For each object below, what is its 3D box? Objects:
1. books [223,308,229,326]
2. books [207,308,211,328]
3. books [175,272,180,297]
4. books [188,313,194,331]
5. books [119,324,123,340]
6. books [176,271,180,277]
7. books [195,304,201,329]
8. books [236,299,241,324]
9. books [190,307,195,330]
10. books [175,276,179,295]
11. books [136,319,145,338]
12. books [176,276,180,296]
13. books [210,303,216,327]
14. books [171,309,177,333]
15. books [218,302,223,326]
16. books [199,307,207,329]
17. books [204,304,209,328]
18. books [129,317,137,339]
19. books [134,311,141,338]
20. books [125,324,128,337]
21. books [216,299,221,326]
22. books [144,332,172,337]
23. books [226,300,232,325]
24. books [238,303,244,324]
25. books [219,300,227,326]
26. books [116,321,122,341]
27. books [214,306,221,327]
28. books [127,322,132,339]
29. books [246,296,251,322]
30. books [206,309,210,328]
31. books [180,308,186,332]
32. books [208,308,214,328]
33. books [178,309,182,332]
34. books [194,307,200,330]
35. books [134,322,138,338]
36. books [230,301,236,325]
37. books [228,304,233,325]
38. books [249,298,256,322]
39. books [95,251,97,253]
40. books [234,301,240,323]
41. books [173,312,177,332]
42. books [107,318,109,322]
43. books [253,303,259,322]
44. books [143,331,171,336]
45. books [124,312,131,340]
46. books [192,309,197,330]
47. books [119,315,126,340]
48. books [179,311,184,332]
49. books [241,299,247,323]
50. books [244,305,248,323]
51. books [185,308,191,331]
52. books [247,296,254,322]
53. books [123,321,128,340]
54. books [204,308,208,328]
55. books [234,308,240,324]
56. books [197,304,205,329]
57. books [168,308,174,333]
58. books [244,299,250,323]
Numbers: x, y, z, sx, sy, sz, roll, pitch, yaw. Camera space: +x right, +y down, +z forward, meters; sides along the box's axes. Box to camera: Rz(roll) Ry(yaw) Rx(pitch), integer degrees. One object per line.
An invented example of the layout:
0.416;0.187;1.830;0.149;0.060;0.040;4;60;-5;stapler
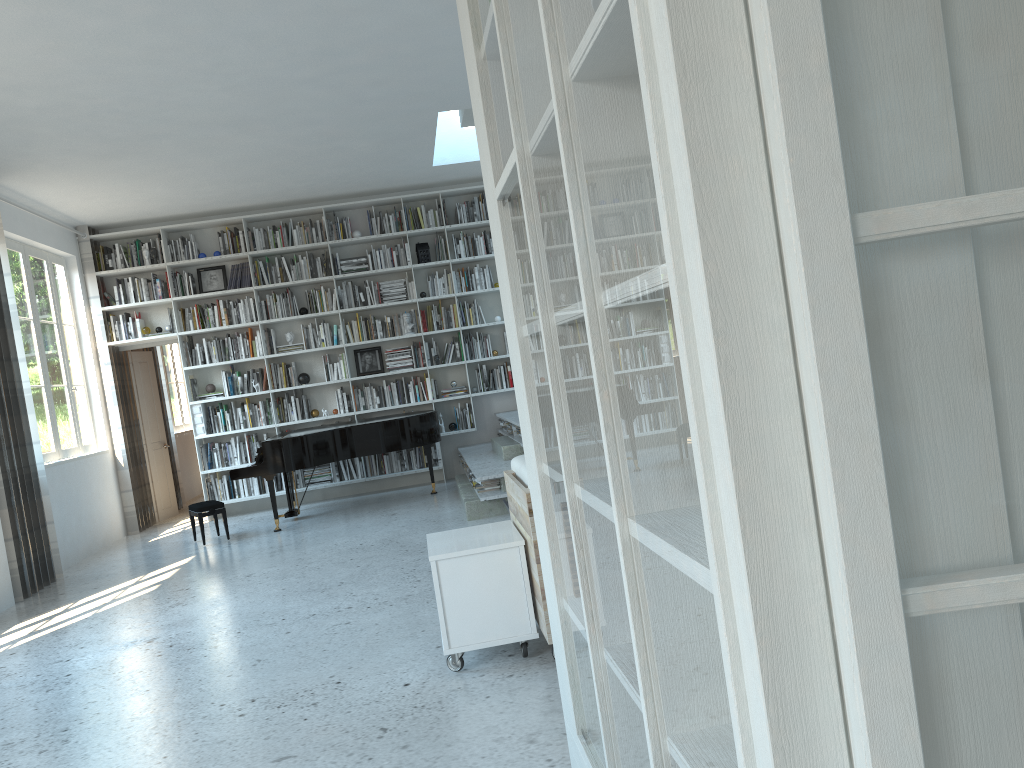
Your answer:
-3.041;-0.708;9.493;0.029;0.195;0.192;-9;2;-6;books
-3.222;-0.698;9.494;0.011;0.229;0.170;-9;2;-6;books
-3.543;-1.044;9.451;0.005;0.277;0.146;-9;2;-6;books
-3.404;-0.652;9.458;0.026;0.195;0.175;-9;2;-6;books
-4.122;-0.538;9.413;0.029;0.185;0.134;-9;2;-6;books
-3.539;-1.050;9.455;0.006;0.289;0.144;-9;2;-6;books
-3.336;-0.706;9.479;0.020;0.281;0.164;-9;2;-6;books
-2.915;-0.771;9.521;0.012;0.281;0.188;-9;2;-6;books
-3.392;-0.689;9.475;0.010;0.263;0.151;-9;2;-6;books
-3.546;-1.024;9.452;0.005;0.238;0.154;-9;2;-6;books
-3.927;-0.580;9.399;0.029;0.211;0.187;-9;2;-6;books
-3.526;-1.022;9.441;0.009;0.228;0.184;-9;2;-6;books
-3.182;-0.726;9.496;0.014;0.273;0.180;-9;2;-6;books
-3.592;-0.662;9.471;0.044;0.269;0.133;-9;2;-6;books
-3.103;-0.737;9.494;0.023;0.271;0.187;-9;2;-6;books
-3.291;-0.698;9.491;0.047;0.250;0.134;-9;2;-6;books
-3.252;-0.718;9.496;0.012;0.277;0.150;-9;2;-6;books
-3.994;-0.583;9.384;0.021;0.237;0.188;-9;2;-6;books
-3.955;-0.620;9.409;0.013;0.299;0.179;-9;2;-6;books
-4.056;-0.558;9.400;0.011;0.206;0.163;-9;2;-6;books
-3.126;-0.751;9.510;0.014;0.304;0.151;-9;2;-6;books
-3.754;-0.519;9.439;0.285;0.012;0.159;-9;1;-9;books
-3.024;-0.757;9.521;0.025;0.286;0.161;-9;2;-6;books
-2.890;-0.749;9.520;0.030;0.231;0.172;-9;2;-6;books
-3.077;-0.748;9.491;0.030;0.286;0.185;-9;2;-6;books
-4.141;-0.552;9.386;0.010;0.220;0.181;-9;2;-6;books
-3.150;-0.714;9.505;0.047;0.238;0.162;-9;2;-6;books
-4.025;-0.556;9.399;0.024;0.193;0.181;-9;2;-6;books
-2.814;-0.791;9.521;0.012;0.291;0.182;-9;2;-6;books
-3.233;-0.690;9.486;0.014;0.218;0.164;-9;2;-6;books
-3.489;-0.674;9.456;0.012;0.263;0.180;-9;2;-6;books
-3.199;-0.695;9.490;0.031;0.217;0.173;-9;2;-6;books
-3.524;-0.664;9.469;0.012;0.254;0.161;-9;2;-6;books
-3.349;-0.690;9.474;0.014;0.253;0.187;-9;2;-6;books
-3.970;-0.564;9.428;0.029;0.191;0.134;-9;2;-6;books
-2.984;-0.751;9.529;0.029;0.261;0.157;-9;2;-6;books
-3.000;-0.733;9.513;0.013;0.232;0.171;-9;2;-6;books
-2.769;-0.785;9.536;0.035;0.264;0.177;-9;2;-6;books
-4.358;-1.272;9.364;0.011;0.241;0.151;-9;2;-6;books
-2.938;-0.758;9.537;0.035;0.261;0.131;-9;2;-6;books
-3.541;-0.646;9.425;0.021;0.224;0.231;-9;2;-6;books
-4.243;-0.562;9.362;0.011;0.272;0.188;-9;2;-6;books
-2.725;-0.760;9.516;0.039;0.202;0.236;-9;2;-6;books
-3.756;-0.531;9.441;0.285;0.012;0.159;-9;1;-4;books
-4.049;-0.605;9.382;0.013;0.297;0.187;-9;2;-6;books
-3.370;-0.675;9.474;0.030;0.230;0.172;-9;2;-6;books
-4.102;-0.589;9.398;0.022;0.281;0.156;-9;2;-6;books
-3.505;-0.656;9.463;0.022;0.232;0.151;-9;2;-6;books
-2.867;-0.769;9.522;0.022;0.263;0.174;-9;2;-6;books
-2.847;-0.744;9.538;0.013;0.206;0.172;-9;2;-6;books
-3.454;-0.677;9.476;0.062;0.258;0.153;-9;2;-6;books
-2.799;-0.793;9.535;0.022;0.289;0.169;-9;2;-6;books
-4.076;-0.560;9.418;0.023;0.214;0.140;-9;2;-6;books
-3.261;-0.693;9.499;0.012;0.230;0.149;-9;2;-6;books
-2.954;-0.717;9.531;0.022;0.186;0.136;-9;2;-6;books
-3.319;-0.707;9.470;0.011;0.277;0.164;-9;2;-6;books
-3.619;-0.665;9.446;0.012;0.285;0.159;-9;2;-6;books
-2.833;-0.776;9.548;0.024;0.266;0.155;-9;2;-6;books
